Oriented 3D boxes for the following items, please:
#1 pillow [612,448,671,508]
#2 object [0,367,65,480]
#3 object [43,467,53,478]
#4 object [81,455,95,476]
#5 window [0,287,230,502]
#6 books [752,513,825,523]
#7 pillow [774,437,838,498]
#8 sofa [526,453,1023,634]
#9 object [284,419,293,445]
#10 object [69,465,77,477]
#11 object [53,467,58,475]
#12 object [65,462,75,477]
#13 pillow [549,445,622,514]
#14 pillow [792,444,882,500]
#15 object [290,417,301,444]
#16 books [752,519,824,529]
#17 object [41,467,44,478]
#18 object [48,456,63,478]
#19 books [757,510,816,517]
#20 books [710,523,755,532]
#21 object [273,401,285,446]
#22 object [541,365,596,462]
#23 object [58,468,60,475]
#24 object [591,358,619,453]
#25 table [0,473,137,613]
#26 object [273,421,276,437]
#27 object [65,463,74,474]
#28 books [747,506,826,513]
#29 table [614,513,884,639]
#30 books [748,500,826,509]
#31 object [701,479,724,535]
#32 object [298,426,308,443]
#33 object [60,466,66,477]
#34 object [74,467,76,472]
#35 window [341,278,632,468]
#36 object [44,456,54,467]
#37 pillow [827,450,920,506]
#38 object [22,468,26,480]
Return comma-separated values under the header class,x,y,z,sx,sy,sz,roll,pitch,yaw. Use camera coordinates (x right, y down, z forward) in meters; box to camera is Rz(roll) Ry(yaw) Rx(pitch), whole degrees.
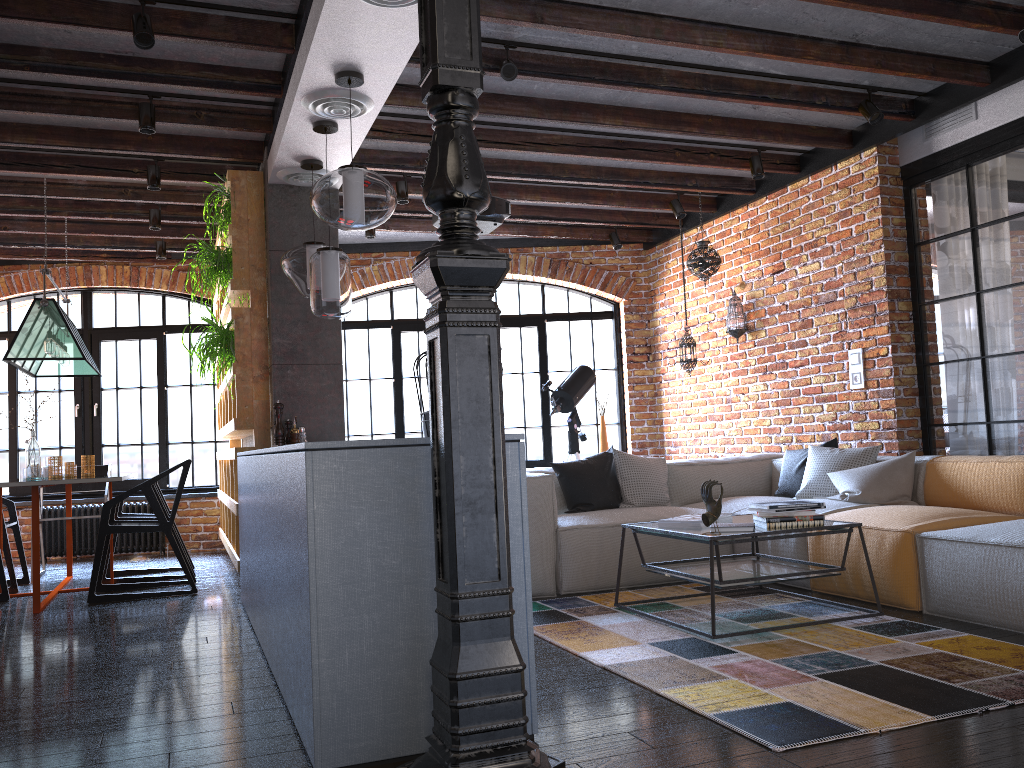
class,x,y,z,sx,sy,sz,roll,pitch,yaw
pillow,0.825,0.593,5.572,0.543,0.402,0.250,0,-5,-38
object,-2.980,0.240,5.539,0.443,0.708,0.194,-2,-4,-5
object,-3.031,0.580,5.797,0.060,0.073,0.060,-3,-4,11
object,-2.869,0.553,6.001,0.086,0.139,0.086,0,-4,-31
window,-3.853,0.069,8.069,3.145,2.232,0.177,-2,-4,-3
books,1.203,0.582,3.870,0.251,0.023,0.209,-3,-4,-1
pillow,1.845,0.543,5.596,0.263,0.400,0.510,-1,-4,-26
sofa,1.348,0.736,4.513,2.536,0.697,3.302,-1,-4,-21
object,-1.282,0.292,5.092,0.048,0.179,0.048,0,-5,-37
object,-2.858,0.566,5.770,0.049,0.080,0.049,0,-5,-37
object,-3.031,0.584,5.862,0.060,0.073,0.060,-3,-4,11
object,-2.926,0.566,5.864,0.061,0.099,0.061,-4,-4,17
pillow,0.500,0.589,5.478,0.538,0.417,0.239,0,-4,-31
pillow,1.913,0.532,5.259,0.293,0.354,0.496,0,-5,-35
object,-1.225,0.279,5.032,0.058,0.192,0.081,-4,-4,21
books,1.202,0.604,3.869,0.247,0.024,0.209,-3,-4,-1
object,-3.133,0.594,5.940,0.060,0.073,0.060,-3,-4,11
object,-2.939,0.536,5.707,0.086,0.139,0.086,-6,-5,42
books,1.202,0.562,3.896,0.239,0.022,0.191,-4,-4,14
books,0.934,0.606,3.753,0.182,0.029,0.129,-4,-4,17
object,-1.312,0.235,4.993,0.061,0.282,0.061,-2,-4,-7
object,0.447,0.568,7.373,0.570,1.471,0.616,-3,-4,6
object,-3.070,0.593,5.958,0.060,0.073,0.060,-3,-4,11
object,0.885,0.295,8.185,0.270,1.053,0.299,-3,-4,0
table,-2.945,0.977,5.724,0.905,0.737,1.888,-1,-4,-21
object,-1.335,0.292,5.057,0.048,0.179,0.048,-5,-4,29
object,-2.963,0.573,5.940,0.061,0.099,0.061,-2,-4,-14
books,1.199,0.542,3.876,0.268,0.014,0.196,-1,-4,-22
table,1.019,0.825,4.000,0.842,0.388,0.849,-1,-4,-21
books,1.198,0.527,3.877,0.268,0.014,0.196,-2,-4,-9
object,0.828,0.506,3.657,0.099,0.222,0.093,-4,-4,19
object,-1.206,0.311,5.089,0.069,0.135,0.069,1,-5,-40
object,-3.058,0.597,6.023,0.060,0.073,0.060,-5,-4,32
object,-3.027,0.601,6.104,0.060,0.073,0.060,-3,-4,11
window,-0.387,-0.066,8.435,3.293,2.232,0.177,-2,-4,-3
object,-3.119,0.523,5.978,0.060,0.073,0.060,1,-5,-43
pillow,1.979,0.532,4.889,0.485,0.314,0.358,-4,-4,22
object,-3.151,0.583,5.765,0.060,0.073,0.060,-3,-4,11
